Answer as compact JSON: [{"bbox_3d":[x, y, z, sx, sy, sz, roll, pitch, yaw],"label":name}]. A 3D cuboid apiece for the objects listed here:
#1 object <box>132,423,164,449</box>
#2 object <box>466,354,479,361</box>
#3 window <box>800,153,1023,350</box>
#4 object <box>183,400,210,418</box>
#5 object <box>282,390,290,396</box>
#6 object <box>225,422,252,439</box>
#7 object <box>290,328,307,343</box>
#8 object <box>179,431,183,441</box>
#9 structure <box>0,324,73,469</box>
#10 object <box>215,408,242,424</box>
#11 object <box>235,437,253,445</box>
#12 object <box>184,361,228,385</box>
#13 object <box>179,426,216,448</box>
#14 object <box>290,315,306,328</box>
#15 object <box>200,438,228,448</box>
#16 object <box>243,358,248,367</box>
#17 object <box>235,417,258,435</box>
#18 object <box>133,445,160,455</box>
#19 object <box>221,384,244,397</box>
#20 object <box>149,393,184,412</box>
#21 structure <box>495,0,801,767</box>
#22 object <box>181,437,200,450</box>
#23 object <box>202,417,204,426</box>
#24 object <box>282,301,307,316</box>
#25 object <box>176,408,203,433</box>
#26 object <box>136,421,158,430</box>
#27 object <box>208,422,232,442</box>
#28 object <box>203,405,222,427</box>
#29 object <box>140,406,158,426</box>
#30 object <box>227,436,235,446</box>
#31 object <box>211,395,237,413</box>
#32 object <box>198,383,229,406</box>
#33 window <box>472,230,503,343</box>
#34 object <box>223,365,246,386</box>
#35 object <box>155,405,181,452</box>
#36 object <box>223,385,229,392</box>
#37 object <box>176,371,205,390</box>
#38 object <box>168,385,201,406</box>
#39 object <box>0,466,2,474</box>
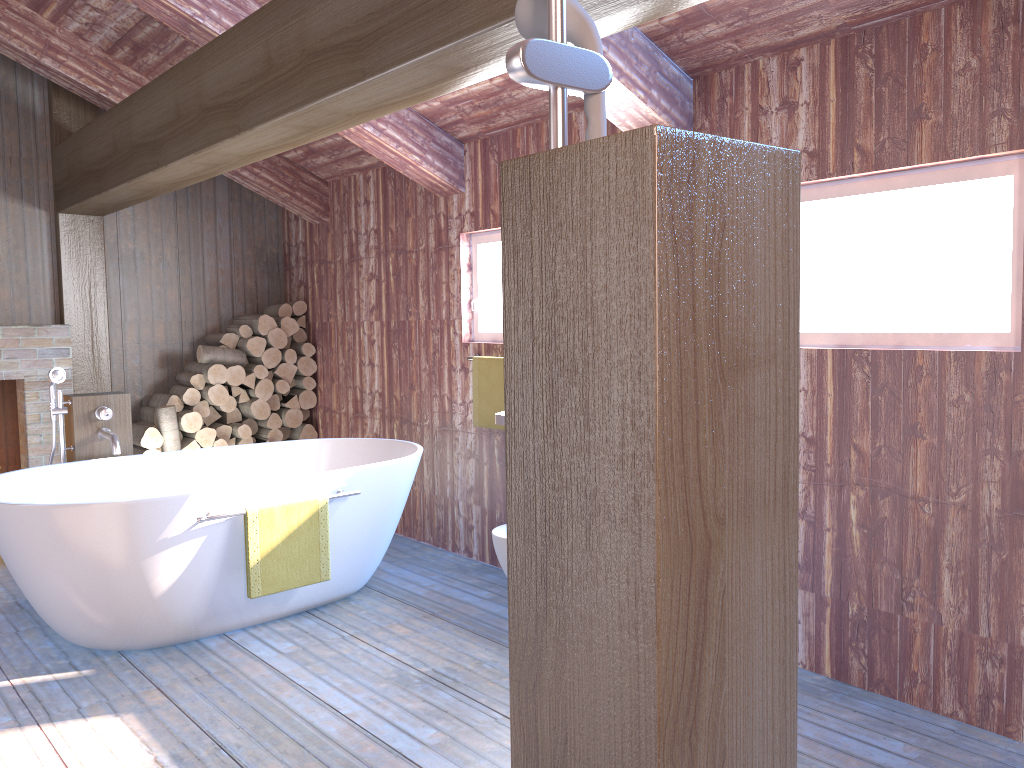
[{"bbox_3d":[-2.357,0.323,5.609,0.139,0.137,0.455,-5,5,-41],"label":"object"},{"bbox_3d":[-0.049,-0.122,4.425,0.091,0.043,0.581,-4,5,-39],"label":"object"},{"bbox_3d":[1.156,-0.419,3.106,0.054,0.587,1.255,-4,5,-38],"label":"window"},{"bbox_3d":[-2.093,0.156,5.816,0.111,0.113,0.301,-4,5,-40],"label":"object"},{"bbox_3d":[-1.615,0.046,6.179,0.067,0.069,0.177,-4,5,-39],"label":"object"},{"bbox_3d":[-1.895,0.304,5.975,0.098,0.100,0.437,-5,5,-41],"label":"object"},{"bbox_3d":[-1.557,-0.346,6.268,0.107,0.115,0.269,-4,5,-38],"label":"object"},{"bbox_3d":[-2.261,0.325,5.796,0.121,0.124,0.291,-4,5,-38],"label":"object"},{"bbox_3d":[-3.171,0.327,5.154,1.130,1.330,0.226,-4,5,-39],"label":"structure"},{"bbox_3d":[-1.956,0.204,6.049,0.104,0.127,0.321,-4,5,-39],"label":"object"},{"bbox_3d":[-1.866,0.397,6.011,0.111,0.113,0.301,-5,5,-41],"label":"object"},{"bbox_3d":[-2.022,-0.076,5.855,0.135,0.145,0.439,-4,5,-39],"label":"object"},{"bbox_3d":[-2.095,0.330,5.833,0.139,0.148,0.458,-4,5,-39],"label":"object"},{"bbox_3d":[-1.562,-0.443,6.279,0.081,0.100,0.281,-4,5,-39],"label":"object"},{"bbox_3d":[-2.018,0.392,5.875,0.098,0.100,0.437,-5,5,-41],"label":"object"},{"bbox_3d":[-1.916,-0.156,6.060,0.121,0.124,0.291,-4,5,-38],"label":"object"},{"bbox_3d":[-1.873,0.283,6.122,0.116,0.118,0.289,-5,5,-42],"label":"object"},{"bbox_3d":[-2.351,0.454,5.606,0.137,0.133,0.437,-5,5,-41],"label":"object"},{"bbox_3d":[-1.895,0.039,5.960,0.088,0.092,0.280,-4,5,-38],"label":"object"},{"bbox_3d":[-2.239,0.121,5.735,0.114,0.113,0.301,-5,5,-42],"label":"object"},{"bbox_3d":[0.140,0.104,1.193,0.328,2.209,0.522,-2,4,-19],"label":"structure"},{"bbox_3d":[-2.193,0.431,5.769,0.155,0.174,0.483,-5,5,-41],"label":"object"},{"bbox_3d":[-2.087,0.237,5.826,0.064,0.068,0.174,-4,5,-40],"label":"object"},{"bbox_3d":[-1.557,-0.528,6.258,0.112,0.113,0.271,-4,5,-39],"label":"object"},{"bbox_3d":[-2.155,0.227,5.758,0.138,0.147,0.440,-4,5,-39],"label":"object"},{"bbox_3d":[-2.347,0.289,5.741,0.099,0.093,0.280,-4,5,-38],"label":"object"},{"bbox_3d":[-1.977,0.314,5.914,0.114,0.120,0.303,-4,5,-38],"label":"object"},{"bbox_3d":[-2.070,0.198,5.951,0.128,0.150,0.323,-4,5,-39],"label":"object"},{"bbox_3d":[-2.318,0.205,5.763,0.108,0.113,0.302,-4,5,-39],"label":"object"},{"bbox_3d":[-1.950,0.388,5.939,0.086,0.089,0.279,-5,5,-41],"label":"object"},{"bbox_3d":[-1.948,0.121,5.917,0.115,0.123,0.291,-4,5,-38],"label":"object"},{"bbox_3d":[-2.025,0.062,5.852,0.141,0.143,0.437,-5,5,-41],"label":"object"},{"bbox_3d":[0.191,-0.489,4.313,0.054,0.587,1.255,-4,5,-38],"label":"window"},{"bbox_3d":[-1.933,-0.069,5.929,0.138,0.147,0.440,-4,5,-39],"label":"object"},{"bbox_3d":[-2.146,0.284,5.546,0.147,0.298,0.109,-4,5,-37],"label":"object"},{"bbox_3d":[-1.944,0.036,5.900,0.057,0.061,0.156,-4,5,-40],"label":"object"},{"bbox_3d":[-2.099,-0.023,5.800,0.106,0.112,0.282,-4,5,-38],"label":"object"},{"bbox_3d":[-2.129,0.071,5.761,0.115,0.123,0.291,-4,5,-38],"label":"object"},{"bbox_3d":[-3.363,0.744,5.740,0.140,0.459,0.266,-3,4,-22],"label":"object"}]
